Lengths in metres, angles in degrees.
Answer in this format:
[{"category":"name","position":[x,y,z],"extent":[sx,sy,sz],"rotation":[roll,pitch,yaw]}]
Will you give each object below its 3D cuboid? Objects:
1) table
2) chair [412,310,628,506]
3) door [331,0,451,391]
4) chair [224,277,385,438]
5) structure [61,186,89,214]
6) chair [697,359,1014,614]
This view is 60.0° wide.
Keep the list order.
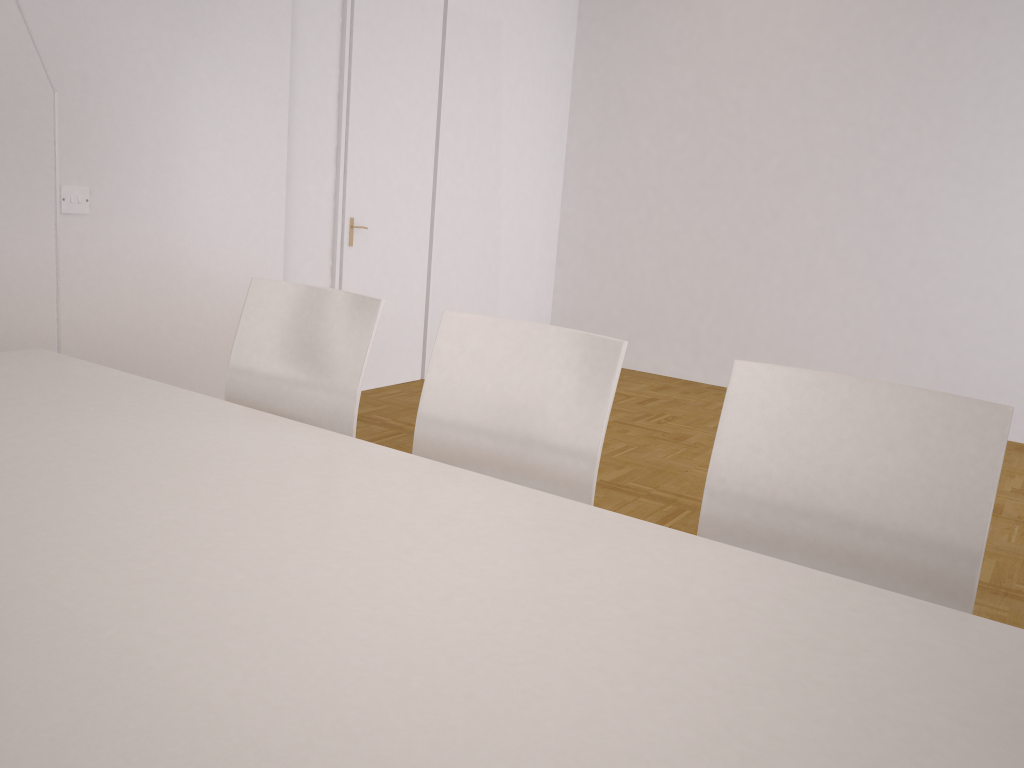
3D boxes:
[{"category":"table","position":[-0.568,0.552,1.207],"extent":[2.415,0.719,1.213],"rotation":[12,14,32]},{"category":"chair","position":[-0.130,0.354,1.830],"extent":[0.562,0.927,0.576],"rotation":[12,13,32]},{"category":"door","position":[-0.717,-1.179,5.188],"extent":[0.132,2.444,0.873],"rotation":[11,13,32]},{"category":"chair","position":[-0.679,0.236,2.181],"extent":[0.562,0.927,0.576],"rotation":[12,13,32]},{"category":"structure","position":[-1.706,-0.719,3.464],"extent":[0.013,0.104,0.114],"rotation":[11,13,32]},{"category":"chair","position":[0.453,0.479,1.458],"extent":[0.562,0.927,0.576],"rotation":[12,13,32]}]
